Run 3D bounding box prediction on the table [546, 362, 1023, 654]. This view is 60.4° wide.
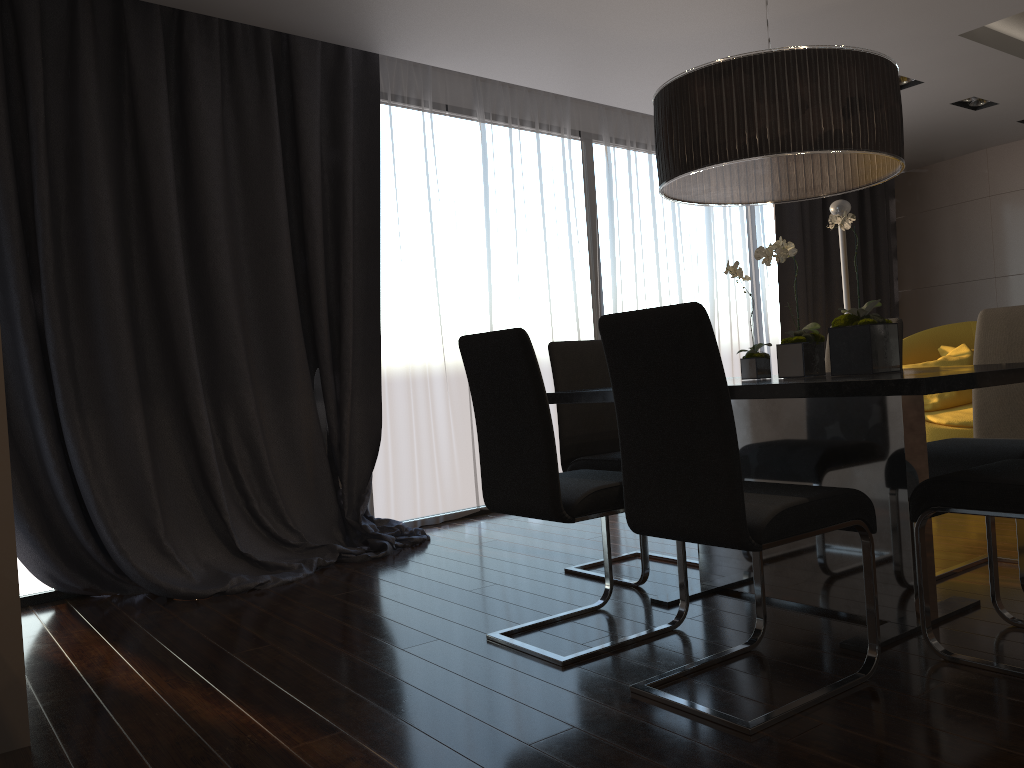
[{"bbox_3d":[0.966,0.358,2.955,1.097,0.760,1.517,-4,0,-36],"label":"table"}]

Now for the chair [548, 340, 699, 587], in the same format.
[{"bbox_3d":[0.485,0.283,3.618,0.451,0.964,0.542,-4,0,-36],"label":"chair"}]

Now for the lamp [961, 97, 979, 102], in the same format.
[{"bbox_3d":[3.132,-1.984,6.049,0.183,0.077,0.171,-4,0,-17],"label":"lamp"}]

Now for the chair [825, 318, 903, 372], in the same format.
[{"bbox_3d":[1.338,0.224,3.648,0.603,0.964,0.405,-4,0,-36],"label":"chair"}]

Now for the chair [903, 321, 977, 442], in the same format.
[{"bbox_3d":[3.201,0.061,5.835,1.469,1.005,1.174,-4,0,20],"label":"chair"}]

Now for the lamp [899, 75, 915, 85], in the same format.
[{"bbox_3d":[2.472,-1.935,5.551,0.184,0.077,0.169,-4,0,-24],"label":"lamp"}]

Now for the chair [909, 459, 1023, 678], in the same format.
[{"bbox_3d":[1.397,0.231,2.288,0.451,0.964,0.542,-4,0,-36],"label":"chair"}]

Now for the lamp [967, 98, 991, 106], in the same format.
[{"bbox_3d":[3.284,-1.995,6.163,0.184,0.077,0.169,-4,0,-24],"label":"lamp"}]

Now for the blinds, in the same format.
[{"bbox_3d":[0.686,-0.705,5.940,7.913,2.894,0.708,-4,0,-43],"label":"blinds"}]

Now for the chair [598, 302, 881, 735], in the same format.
[{"bbox_3d":[0.578,0.287,2.244,0.603,0.964,0.405,-4,0,-36],"label":"chair"}]

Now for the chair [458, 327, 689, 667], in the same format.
[{"bbox_3d":[0.194,0.309,2.786,0.603,0.964,0.405,-4,0,-36],"label":"chair"}]

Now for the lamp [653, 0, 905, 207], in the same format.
[{"bbox_3d":[0.852,-1.219,2.929,0.826,1.102,0.782,-4,0,-12],"label":"lamp"}]

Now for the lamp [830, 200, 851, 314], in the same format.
[{"bbox_3d":[3.066,-0.328,7.195,0.553,1.779,4.450,-4,0,34],"label":"lamp"}]

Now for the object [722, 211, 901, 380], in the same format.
[{"bbox_3d":[0.918,-0.272,2.836,0.327,0.501,0.543,-4,0,-40],"label":"object"}]

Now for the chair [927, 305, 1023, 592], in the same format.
[{"bbox_3d":[1.722,0.202,3.106,0.603,0.964,0.405,-4,0,-36],"label":"chair"}]
